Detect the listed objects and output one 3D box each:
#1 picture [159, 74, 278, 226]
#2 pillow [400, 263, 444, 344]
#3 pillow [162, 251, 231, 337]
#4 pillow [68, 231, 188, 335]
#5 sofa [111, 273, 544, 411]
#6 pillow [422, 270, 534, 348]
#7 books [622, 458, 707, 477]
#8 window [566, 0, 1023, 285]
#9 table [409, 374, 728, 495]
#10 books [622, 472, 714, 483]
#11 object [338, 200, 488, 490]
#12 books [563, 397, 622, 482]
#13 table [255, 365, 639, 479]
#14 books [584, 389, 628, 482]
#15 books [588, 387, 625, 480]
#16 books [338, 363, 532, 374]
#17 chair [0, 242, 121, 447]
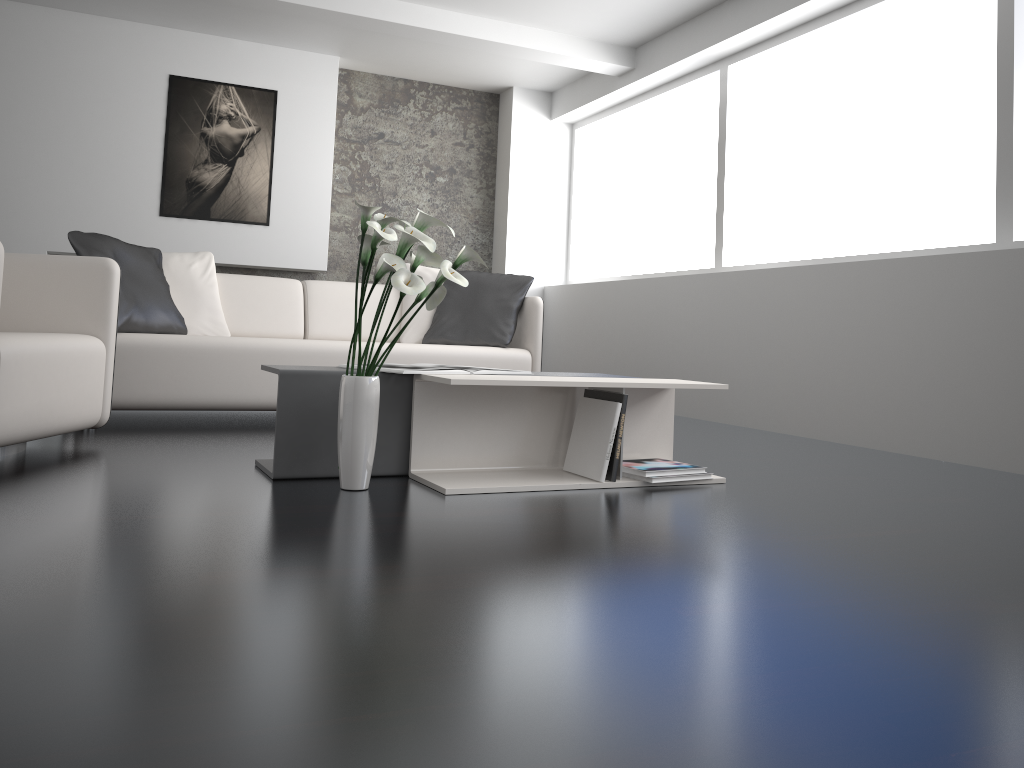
[{"bbox_3d":[-2.084,-1.659,6.288,0.744,1.011,0.004,3,-4,-24],"label":"picture"},{"bbox_3d":[-0.362,-0.428,5.007,0.586,0.510,0.298,2,-2,-20],"label":"pillow"},{"bbox_3d":[-1.707,-0.433,4.329,0.583,0.502,0.323,2,-1,-35],"label":"pillow"},{"bbox_3d":[-1.729,-0.450,4.023,0.278,0.451,0.563,2,0,20],"label":"pillow"},{"bbox_3d":[-1.037,-0.224,4.539,2.233,0.664,0.919,1,1,-26],"label":"sofa"},{"bbox_3d":[-0.169,-0.413,4.810,0.552,0.439,0.331,3,-1,21],"label":"pillow"},{"bbox_3d":[0.449,0.266,2.824,0.262,0.017,0.227,1,4,-34],"label":"books"},{"bbox_3d":[2.159,-1.238,3.788,0.110,1.435,8.058,4,2,-24],"label":"window"},{"bbox_3d":[0.193,0.142,2.754,0.966,0.316,0.298,1,0,-26],"label":"table"},{"bbox_3d":[0.472,0.284,2.814,0.262,0.017,0.213,1,4,-34],"label":"books"},{"bbox_3d":[-0.310,-0.107,2.457,0.376,0.802,0.446,5,-3,-41],"label":"object"},{"bbox_3d":[0.249,0.167,2.742,0.069,0.239,0.227,4,-1,-26],"label":"books"},{"bbox_3d":[-0.175,0.117,2.928,1.255,0.316,0.298,1,0,-26],"label":"table"},{"bbox_3d":[0.275,0.155,2.758,0.050,0.265,0.233,4,-2,-26],"label":"books"},{"bbox_3d":[0.294,0.144,2.788,0.007,0.285,0.205,4,-2,-26],"label":"books"},{"bbox_3d":[-0.247,-0.051,2.901,0.546,0.017,0.359,0,4,-44],"label":"books"},{"bbox_3d":[-1.881,-0.170,2.797,0.919,0.665,0.765,3,0,0],"label":"chair"}]
